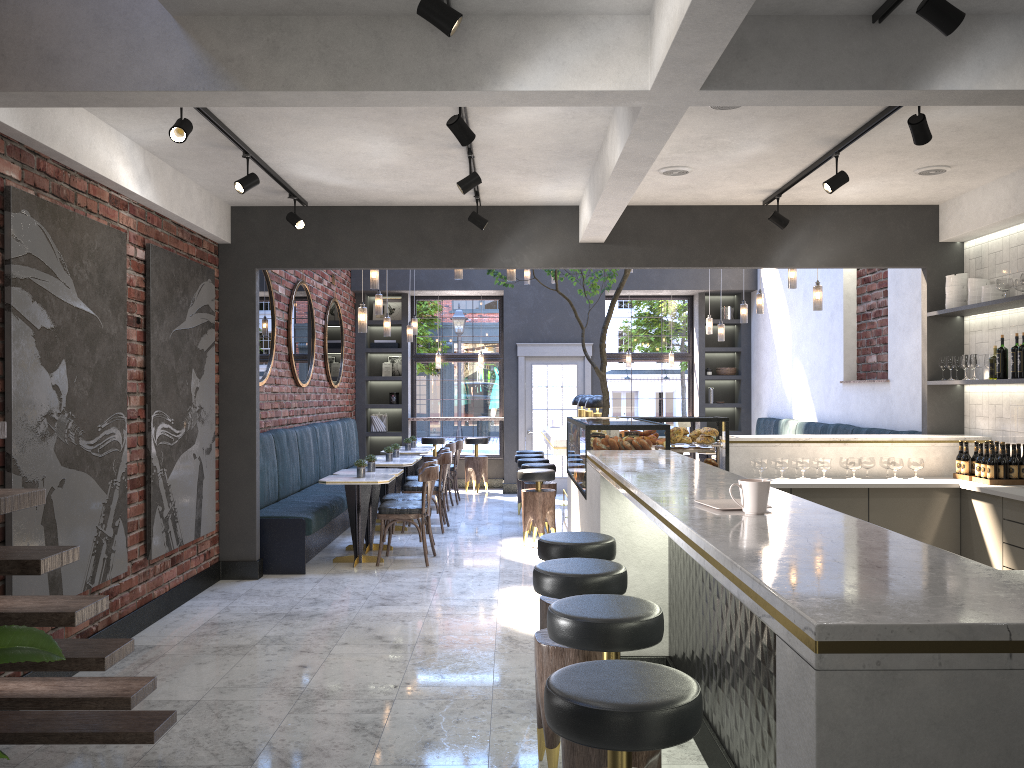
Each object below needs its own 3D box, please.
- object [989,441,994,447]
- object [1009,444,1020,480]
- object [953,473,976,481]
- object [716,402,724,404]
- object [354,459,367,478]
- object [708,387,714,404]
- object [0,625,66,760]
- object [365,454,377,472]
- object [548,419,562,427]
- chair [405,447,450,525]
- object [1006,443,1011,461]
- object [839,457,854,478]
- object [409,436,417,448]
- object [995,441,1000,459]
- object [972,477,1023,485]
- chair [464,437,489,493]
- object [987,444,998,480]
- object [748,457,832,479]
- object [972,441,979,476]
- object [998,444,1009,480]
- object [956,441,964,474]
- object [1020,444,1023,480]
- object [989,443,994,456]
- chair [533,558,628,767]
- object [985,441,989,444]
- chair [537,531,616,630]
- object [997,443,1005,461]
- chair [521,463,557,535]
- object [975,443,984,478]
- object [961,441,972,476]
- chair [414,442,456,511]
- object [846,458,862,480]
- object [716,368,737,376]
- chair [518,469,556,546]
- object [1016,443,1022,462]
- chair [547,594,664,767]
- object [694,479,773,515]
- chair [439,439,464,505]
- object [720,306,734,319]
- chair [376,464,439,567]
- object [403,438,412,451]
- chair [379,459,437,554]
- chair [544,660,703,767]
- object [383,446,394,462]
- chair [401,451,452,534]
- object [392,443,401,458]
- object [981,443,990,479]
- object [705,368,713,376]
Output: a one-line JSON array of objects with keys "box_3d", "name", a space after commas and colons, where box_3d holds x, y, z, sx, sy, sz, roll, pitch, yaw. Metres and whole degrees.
[{"box_3d": [3.552, 0.560, 6.569, 0.070, 0.279, 0.069, 0, 0, 32], "name": "object"}, {"box_3d": [3.479, 0.556, 6.145, 0.070, 0.279, 0.069, 0, 0, -38], "name": "object"}, {"box_3d": [3.440, 0.681, 6.494, 0.307, 0.038, 0.231, 0, -1, 0], "name": "object"}, {"box_3d": [3.181, 0.286, 13.547, 0.130, 0.026, 0.130, 0, -1, -17], "name": "object"}, {"box_3d": [-1.333, 0.742, 7.821, 0.118, 0.165, 0.122, 0, 0, -22], "name": "object"}, {"box_3d": [3.045, 0.176, 13.574, 0.098, 0.248, 0.098, 0, 0, 39], "name": "object"}, {"box_3d": [-1.517, 0.691, 1.737, 0.665, 1.653, 0.973, 0, 0, 25], "name": "object"}, {"box_3d": [-1.334, 0.747, 8.403, 0.118, 0.165, 0.122, 0, 0, -22], "name": "object"}, {"box_3d": [0.553, 0.504, 11.403, 0.176, 0.098, 0.204, 0, 0, 5], "name": "object"}, {"box_3d": [-0.977, 1.169, 10.267, 0.521, 0.851, 0.538, 0, 0, -7], "name": "chair"}, {"box_3d": [3.479, 0.557, 6.219, 0.070, 0.279, 0.069, 0, 0, 7], "name": "object"}, {"box_3d": [2.503, 0.622, 6.625, 0.114, 0.147, 0.114, 0, 0, 5], "name": "object"}, {"box_3d": [-1.342, 0.780, 12.004, 0.118, 0.165, 0.122, 0, 0, -22], "name": "object"}, {"box_3d": [3.554, 0.559, 6.495, 0.070, 0.279, 0.069, 0, 0, -23], "name": "object"}, {"box_3d": [3.441, 0.679, 6.219, 0.307, 0.038, 0.231, 0, -1, 0], "name": "object"}, {"box_3d": [-0.535, 1.213, 13.352, 0.372, 0.821, 0.370, 0, 0, -38], "name": "chair"}, {"box_3d": [3.330, 0.557, 6.143, 0.070, 0.279, 0.069, 0, 0, -13], "name": "object"}, {"box_3d": [2.061, 0.623, 6.587, 0.575, 0.147, 0.256, 0, 0, 0], "name": "object"}, {"box_3d": [3.403, 0.560, 6.496, 0.070, 0.279, 0.069, 0, 0, -38], "name": "object"}, {"box_3d": [3.405, 0.556, 6.144, 0.070, 0.279, 0.069, 0, 0, 2], "name": "object"}, {"box_3d": [3.328, 0.561, 6.569, 0.070, 0.279, 0.069, 0, 0, -38], "name": "object"}, {"box_3d": [3.555, 0.556, 6.145, 0.069, 0.279, 0.070, 0, 0, 22], "name": "object"}, {"box_3d": [3.404, 0.558, 6.294, 0.070, 0.279, 0.069, 0, 0, 2], "name": "object"}, {"box_3d": [0.268, 1.121, 3.479, 0.370, 0.821, 0.372, 0, 0, 9], "name": "chair"}, {"box_3d": [3.478, 0.560, 6.495, 0.070, 0.279, 0.069, 0, 0, 7], "name": "object"}, {"box_3d": [0.304, 1.127, 4.165, 0.372, 0.821, 0.370, 0, 0, -38], "name": "chair"}, {"box_3d": [3.479, 0.558, 6.293, 0.070, 0.279, 0.069, 0, 0, -23], "name": "object"}, {"box_3d": [0.284, 1.217, 9.404, 0.372, 0.737, 0.370, 0, 0, 27], "name": "chair"}, {"box_3d": [3.329, 0.558, 6.294, 0.070, 0.279, 0.069, 0, 0, -38], "name": "object"}, {"box_3d": [3.329, 0.560, 6.495, 0.070, 0.279, 0.069, 0, 0, -23], "name": "object"}, {"box_3d": [-0.983, 1.179, 11.416, 0.521, 0.851, 0.538, 0, 0, 1], "name": "chair"}, {"box_3d": [2.504, 0.621, 6.493, 0.114, 0.147, 0.114, 0, 0, 5], "name": "object"}, {"box_3d": [3.297, -0.189, 13.644, 0.305, 0.123, 0.305, 0, 0, 21], "name": "object"}, {"box_3d": [0.242, 1.211, 8.700, 0.372, 0.737, 0.370, 0, 0, 43], "name": "chair"}, {"box_3d": [3.554, 0.557, 6.219, 0.070, 0.279, 0.069, 0, 0, -23], "name": "object"}, {"box_3d": [0.298, 1.115, 2.823, 0.372, 0.821, 0.370, 0, 0, 43], "name": "chair"}, {"box_3d": [0.676, 0.325, 2.644, 0.176, 0.097, 0.301, 0, 0, -9], "name": "object"}, {"box_3d": [-0.916, 1.184, 11.996, 0.521, 0.851, 0.497, 0, 0, -1], "name": "chair"}, {"box_3d": [3.316, -1.085, 13.658, 0.214, 0.215, 0.213, 0, 0, 9], "name": "object"}, {"box_3d": [-0.909, 1.146, 7.856, 0.521, 0.851, 0.538, 0, 0, 1], "name": "chair"}, {"box_3d": [-1.341, 0.775, 11.422, 0.118, 0.165, 0.122, 0, 0, -22], "name": "object"}, {"box_3d": [-0.971, 1.152, 8.434, 0.521, 0.851, 0.538, 0, 0, 1], "name": "chair"}, {"box_3d": [0.262, 1.108, 2.093, 0.370, 0.821, 0.372, 0, 0, 30], "name": "chair"}, {"box_3d": [-1.337, 0.759, 9.643, 0.118, 0.165, 0.122, 0, 0, -22], "name": "object"}, {"box_3d": [-0.913, 1.163, 9.636, 0.521, 0.851, 0.538, 0, 0, 1], "name": "chair"}, {"box_3d": [-1.338, 0.764, 10.224, 0.118, 0.165, 0.122, 0, 0, -22], "name": "object"}, {"box_3d": [3.329, 0.557, 6.219, 0.070, 0.279, 0.069, 0, 0, -23], "name": "object"}, {"box_3d": [3.021, -0.187, 13.620, 0.116, 0.119, 0.117, 0, 0, -24], "name": "object"}]
